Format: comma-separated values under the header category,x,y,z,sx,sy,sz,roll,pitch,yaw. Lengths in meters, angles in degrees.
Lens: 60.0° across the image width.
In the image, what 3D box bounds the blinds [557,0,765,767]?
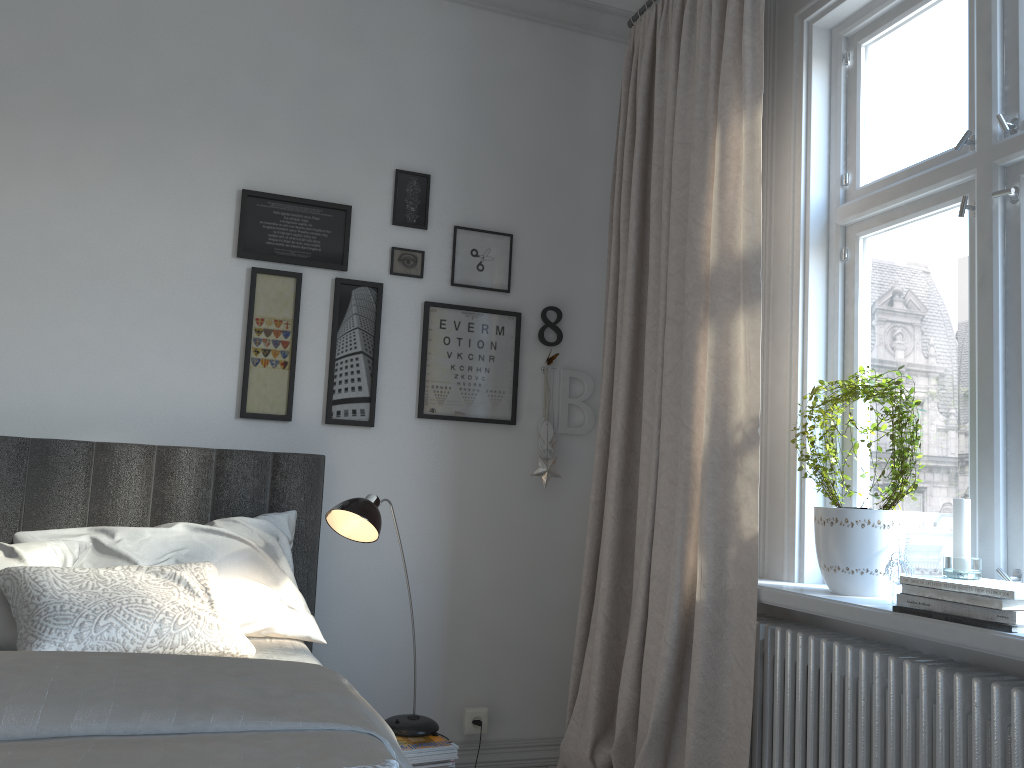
category,x,y,z,sx,sy,sz,roll,pitch,yaw
blinds,0.433,-0.022,2.677,0.225,2.642,0.832,5,-6,-20

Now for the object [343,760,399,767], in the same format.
category,x,y,z,sx,sy,sz,roll,pitch,yaw
object,-0.775,0.463,0.791,1.461,0.104,0.405,5,-7,-20

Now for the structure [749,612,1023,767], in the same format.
category,x,y,z,sx,sy,sz,roll,pitch,yaw
structure,0.904,0.857,1.866,0.195,0.546,1.508,5,-7,-20

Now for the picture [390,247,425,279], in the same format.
category,x,y,z,sx,sy,sz,roll,pitch,yaw
picture,-0.370,-0.429,3.138,0.119,0.098,0.010,5,-6,-20

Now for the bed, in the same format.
category,x,y,z,sx,sy,sz,roll,pitch,yaw
bed,-1.060,0.580,1.579,1.889,1.044,2.179,5,-7,-20

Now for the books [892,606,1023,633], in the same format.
category,x,y,z,sx,sy,sz,roll,pitch,yaw
books,0.952,0.469,1.778,0.219,0.013,0.273,6,-7,-23

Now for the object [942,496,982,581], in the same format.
category,x,y,z,sx,sy,sz,roll,pitch,yaw
object,0.946,0.323,1.865,0.074,0.173,0.075,0,-7,25

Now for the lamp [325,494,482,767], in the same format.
category,x,y,z,sx,sy,sz,roll,pitch,yaw
lamp,-0.274,0.809,2.690,0.801,0.934,0.450,8,-8,-37

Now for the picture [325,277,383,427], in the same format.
category,x,y,z,sx,sy,sz,roll,pitch,yaw
picture,-0.540,-0.108,3.046,0.165,0.503,0.020,5,-6,-20

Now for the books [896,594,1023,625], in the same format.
category,x,y,z,sx,sy,sz,roll,pitch,yaw
books,0.961,0.453,1.797,0.207,0.024,0.263,6,-8,-27

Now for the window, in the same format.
category,x,y,z,sx,sy,sz,roll,pitch,yaw
window,1.521,-0.037,5.659,11.972,6.996,7.990,5,-7,-20

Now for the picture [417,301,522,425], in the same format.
category,x,y,z,sx,sy,sz,roll,pitch,yaw
picture,-0.149,-0.071,3.188,0.365,0.414,0.021,5,-6,-20

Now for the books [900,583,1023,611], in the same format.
category,x,y,z,sx,sy,sz,roll,pitch,yaw
books,0.959,0.428,1.788,0.208,0.022,0.254,5,-7,-19

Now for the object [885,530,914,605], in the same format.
category,x,y,z,sx,sy,sz,roll,pitch,yaw
object,0.887,0.418,2.022,0.059,0.165,0.196,-1,-7,30

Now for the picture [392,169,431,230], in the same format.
category,x,y,z,sx,sy,sz,roll,pitch,yaw
picture,-0.358,-0.657,3.162,0.128,0.201,0.011,5,-6,-20

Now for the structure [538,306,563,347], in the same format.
category,x,y,z,sx,sy,sz,roll,pitch,yaw
structure,0.145,-0.215,3.305,0.096,0.150,0.014,5,-6,-20

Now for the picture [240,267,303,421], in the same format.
category,x,y,z,sx,sy,sz,roll,pitch,yaw
picture,-0.800,-0.132,2.951,0.165,0.503,0.020,5,-6,-20

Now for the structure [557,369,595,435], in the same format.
category,x,y,z,sx,sy,sz,roll,pitch,yaw
structure,0.244,0.071,3.321,0.146,0.238,0.024,5,-6,-20

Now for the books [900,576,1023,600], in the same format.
category,x,y,z,sx,sy,sz,roll,pitch,yaw
books,0.961,0.409,1.786,0.203,0.015,0.269,6,-7,-23

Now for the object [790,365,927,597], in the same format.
category,x,y,z,sx,sy,sz,roll,pitch,yaw
object,0.870,0.235,2.222,0.217,0.573,0.385,8,-8,-39

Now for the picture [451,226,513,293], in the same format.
category,x,y,z,sx,sy,sz,roll,pitch,yaw
picture,-0.108,-0.454,3.237,0.225,0.220,0.010,5,-6,-20

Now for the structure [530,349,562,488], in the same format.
category,x,y,z,sx,sy,sz,roll,pitch,yaw
structure,0.127,0.124,3.246,0.134,0.513,0.078,6,-7,-32

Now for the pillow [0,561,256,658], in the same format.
category,x,y,z,sx,sy,sz,roll,pitch,yaw
pillow,-1.174,0.514,2.002,1.147,0.225,0.416,6,-7,-27

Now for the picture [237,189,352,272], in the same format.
category,x,y,z,sx,sy,sz,roll,pitch,yaw
picture,-0.734,-0.519,3.008,0.366,0.231,0.020,5,-6,-20

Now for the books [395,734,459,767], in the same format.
category,x,y,z,sx,sy,sz,roll,pitch,yaw
books,-0.338,1.153,2.642,0.245,0.232,0.346,6,-7,-28
